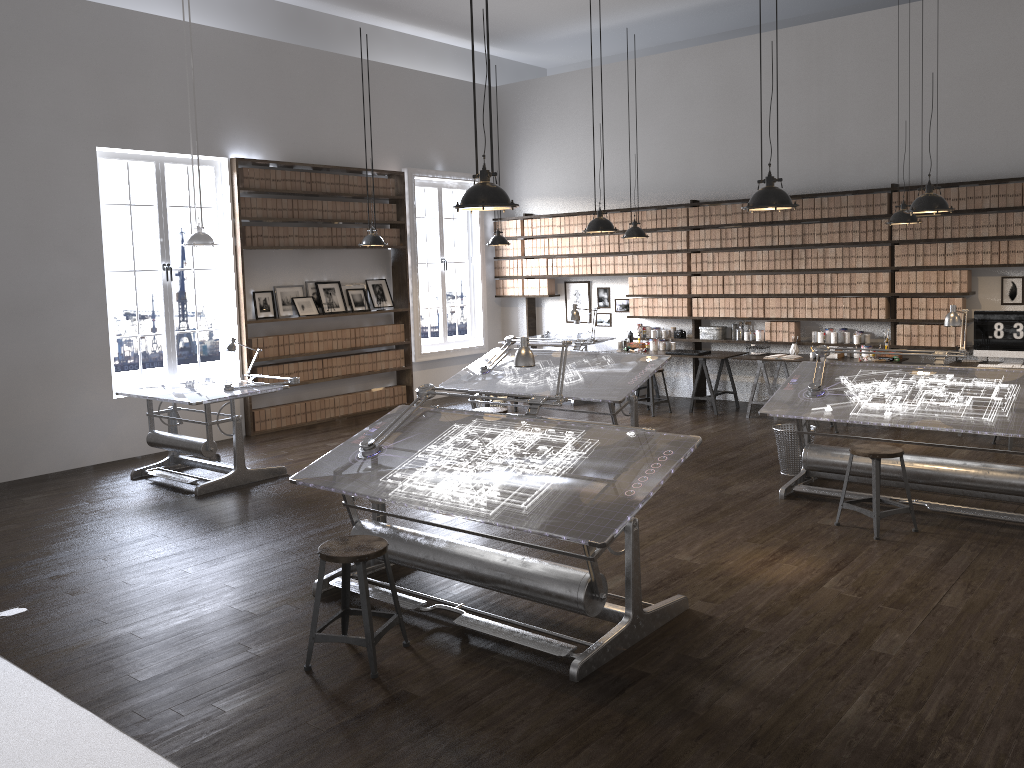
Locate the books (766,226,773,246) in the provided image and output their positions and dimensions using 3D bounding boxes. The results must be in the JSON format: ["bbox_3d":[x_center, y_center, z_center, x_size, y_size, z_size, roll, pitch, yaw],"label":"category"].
[{"bbox_3d":[2.974,-1.690,10.128,0.067,0.225,0.175,2,7,39],"label":"books"}]

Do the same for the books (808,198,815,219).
[{"bbox_3d":[3.344,-1.937,9.796,0.067,0.225,0.175,2,7,39],"label":"books"}]

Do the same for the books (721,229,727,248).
[{"bbox_3d":[2.543,-1.724,10.489,0.067,0.225,0.175,2,7,39],"label":"books"}]

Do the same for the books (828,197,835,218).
[{"bbox_3d":[3.515,-1.925,9.666,0.067,0.225,0.175,2,7,39],"label":"books"}]

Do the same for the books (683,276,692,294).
[{"bbox_3d":[2.162,-1.212,10.849,0.067,0.225,0.175,2,7,39],"label":"books"}]

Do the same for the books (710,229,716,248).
[{"bbox_3d":[2.438,-1.732,10.573,0.067,0.224,0.175,2,7,39],"label":"books"}]

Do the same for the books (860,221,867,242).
[{"bbox_3d":[3.785,-1.630,9.474,0.067,0.225,0.175,2,7,39],"label":"books"}]

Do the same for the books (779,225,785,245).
[{"bbox_3d":[3.089,-1.682,10.036,0.067,0.225,0.175,2,7,39],"label":"books"}]

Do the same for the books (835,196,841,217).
[{"bbox_3d":[3.568,-1.921,9.620,0.067,0.225,0.175,2,7,39],"label":"books"}]

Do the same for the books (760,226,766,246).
[{"bbox_3d":[2.918,-1.695,10.173,0.067,0.225,0.175,2,7,39],"label":"books"}]

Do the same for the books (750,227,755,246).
[{"bbox_3d":[2.823,-1.703,10.260,0.067,0.224,0.175,2,7,39],"label":"books"}]

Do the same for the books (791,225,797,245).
[{"bbox_3d":[3.196,-1.675,9.953,0.067,0.224,0.175,2,7,39],"label":"books"}]

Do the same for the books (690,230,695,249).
[{"bbox_3d":[2.226,-1.748,10.749,0.067,0.225,0.175,2,7,39],"label":"books"}]

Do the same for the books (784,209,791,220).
[{"bbox_3d":[3.132,-1.953,9.974,0.067,0.225,0.175,2,7,39],"label":"books"}]

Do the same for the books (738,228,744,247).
[{"bbox_3d":[2.708,-1.712,10.355,0.067,0.225,0.175,2,7,39],"label":"books"}]

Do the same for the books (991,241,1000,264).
[{"bbox_3d":[4.765,-1.290,8.701,0.067,0.225,0.175,2,7,39],"label":"books"}]

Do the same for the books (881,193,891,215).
[{"bbox_3d":[3.939,-1.892,9.313,0.067,0.225,0.175,2,7,39],"label":"books"}]

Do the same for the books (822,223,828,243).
[{"bbox_3d":[3.465,-1.654,9.731,0.067,0.224,0.175,2,7,39],"label":"books"}]

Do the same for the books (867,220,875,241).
[{"bbox_3d":[3.839,-1.625,9.422,0.067,0.225,0.175,2,7,39],"label":"books"}]

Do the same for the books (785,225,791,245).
[{"bbox_3d":[3.146,-1.678,9.992,0.067,0.224,0.175,2,7,39],"label":"books"}]

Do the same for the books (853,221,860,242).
[{"bbox_3d":[3.727,-1.634,9.516,0.067,0.225,0.175,2,7,39],"label":"books"}]

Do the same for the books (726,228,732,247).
[{"bbox_3d":[2.598,-1.720,10.444,0.067,0.225,0.175,2,7,39],"label":"books"}]

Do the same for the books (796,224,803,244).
[{"bbox_3d":[3.245,-1.670,9.907,0.067,0.225,0.175,2,7,39],"label":"books"}]

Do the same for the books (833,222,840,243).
[{"bbox_3d":[3.564,-1.646,9.646,0.067,0.225,0.175,2,7,39],"label":"books"}]

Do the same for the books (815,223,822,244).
[{"bbox_3d":[3.408,-1.658,9.775,0.067,0.225,0.175,2,7,39],"label":"books"}]

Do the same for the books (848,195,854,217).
[{"bbox_3d":[3.677,-1.912,9.528,0.067,0.224,0.175,2,7,39],"label":"books"}]

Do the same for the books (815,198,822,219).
[{"bbox_3d":[3.400,-1.933,9.750,0.067,0.225,0.175,2,7,39],"label":"books"}]

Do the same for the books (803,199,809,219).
[{"bbox_3d":[3.298,-1.941,9.839,0.067,0.224,0.175,2,7,39],"label":"books"}]

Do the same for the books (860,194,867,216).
[{"bbox_3d":[3.775,-1.904,9.444,0.067,0.225,0.175,2,7,39],"label":"books"}]

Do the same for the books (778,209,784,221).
[{"bbox_3d":[3.074,-1.957,10.017,0.067,0.225,0.175,2,7,39],"label":"books"}]

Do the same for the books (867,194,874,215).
[{"bbox_3d":[3.831,-1.901,9.406,0.067,0.225,0.175,2,7,39],"label":"books"}]

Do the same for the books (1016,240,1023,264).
[{"bbox_3d":[4.927,-1.277,8.560,0.067,0.225,0.175,2,7,39],"label":"books"}]

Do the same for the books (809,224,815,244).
[{"bbox_3d":[3.356,-1.662,9.823,0.067,0.225,0.175,2,7,39],"label":"books"}]

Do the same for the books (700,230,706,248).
[{"bbox_3d":[2.331,-1.739,10.656,0.067,0.225,0.175,2,7,39],"label":"books"}]

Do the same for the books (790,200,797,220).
[{"bbox_3d":[3.188,-1.950,9.933,0.067,0.225,0.175,2,7,39],"label":"books"}]

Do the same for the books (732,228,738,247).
[{"bbox_3d":[2.650,-1.715,10.396,0.067,0.225,0.175,2,7,39],"label":"books"}]

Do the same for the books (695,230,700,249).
[{"bbox_3d":[2.279,-1.744,10.703,0.067,0.225,0.175,2,7,39],"label":"books"}]

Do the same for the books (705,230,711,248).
[{"bbox_3d":[2.388,-1.735,10.611,0.067,0.224,0.175,2,7,39],"label":"books"}]

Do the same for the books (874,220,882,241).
[{"bbox_3d":[3.900,-1.621,9.380,0.067,0.224,0.175,2,7,39],"label":"books"}]

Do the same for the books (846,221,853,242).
[{"bbox_3d":[3.675,-1.639,9.564,0.067,0.225,0.175,2,7,39],"label":"books"}]

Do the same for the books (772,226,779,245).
[{"bbox_3d":[3.033,-1.687,10.085,0.067,0.225,0.175,2,7,39],"label":"books"}]

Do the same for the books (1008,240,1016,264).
[{"bbox_3d":[4.880,-1.281,8.607,0.067,0.224,0.175,2,7,39],"label":"books"}]

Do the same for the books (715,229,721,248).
[{"bbox_3d":[2.487,-1.727,10.527,0.067,0.225,0.175,2,7,39],"label":"books"}]

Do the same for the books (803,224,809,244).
[{"bbox_3d":[3.303,-1.667,9.868,0.067,0.225,0.175,2,7,39],"label":"books"}]

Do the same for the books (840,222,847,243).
[{"bbox_3d":[3.620,-1.643,9.608,0.067,0.225,0.175,2,7,39],"label":"books"}]

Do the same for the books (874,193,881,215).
[{"bbox_3d":[3.886,-1.897,9.361,0.067,0.225,0.175,2,7,39],"label":"books"}]

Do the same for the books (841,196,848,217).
[{"bbox_3d":[3.620,-1.916,9.573,0.067,0.225,0.175,2,7,39],"label":"books"}]

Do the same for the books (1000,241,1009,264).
[{"bbox_3d":[4.820,-1.285,8.650,0.067,0.225,0.175,2,7,39],"label":"books"}]

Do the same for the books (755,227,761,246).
[{"bbox_3d":[2.872,-1.699,10.217,0.067,0.224,0.175,2,7,39],"label":"books"}]

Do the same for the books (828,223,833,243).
[{"bbox_3d":[3.515,-1.650,9.692,0.067,0.224,0.175,2,7,39],"label":"books"}]

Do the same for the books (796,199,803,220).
[{"bbox_3d":[3.241,-1.946,9.887,0.067,0.225,0.175,2,7,39],"label":"books"}]

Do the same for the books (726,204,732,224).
[{"bbox_3d":[2.592,-1.994,10.415,0.067,0.224,0.175,2,7,39],"label":"books"}]

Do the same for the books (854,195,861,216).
[{"bbox_3d":[3.727,-1.909,9.490,0.067,0.224,0.175,2,7,39],"label":"books"}]

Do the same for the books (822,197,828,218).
[{"bbox_3d":[3.459,-1.929,9.707,0.067,0.225,0.175,2,7,39],"label":"books"}]

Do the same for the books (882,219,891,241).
[{"bbox_3d":[3.957,-1.617,9.330,0.067,0.224,0.175,2,7,39],"label":"books"}]

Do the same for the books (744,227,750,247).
[{"bbox_3d":[2.762,-1.707,10.303,0.067,0.225,0.175,2,7,39],"label":"books"}]
